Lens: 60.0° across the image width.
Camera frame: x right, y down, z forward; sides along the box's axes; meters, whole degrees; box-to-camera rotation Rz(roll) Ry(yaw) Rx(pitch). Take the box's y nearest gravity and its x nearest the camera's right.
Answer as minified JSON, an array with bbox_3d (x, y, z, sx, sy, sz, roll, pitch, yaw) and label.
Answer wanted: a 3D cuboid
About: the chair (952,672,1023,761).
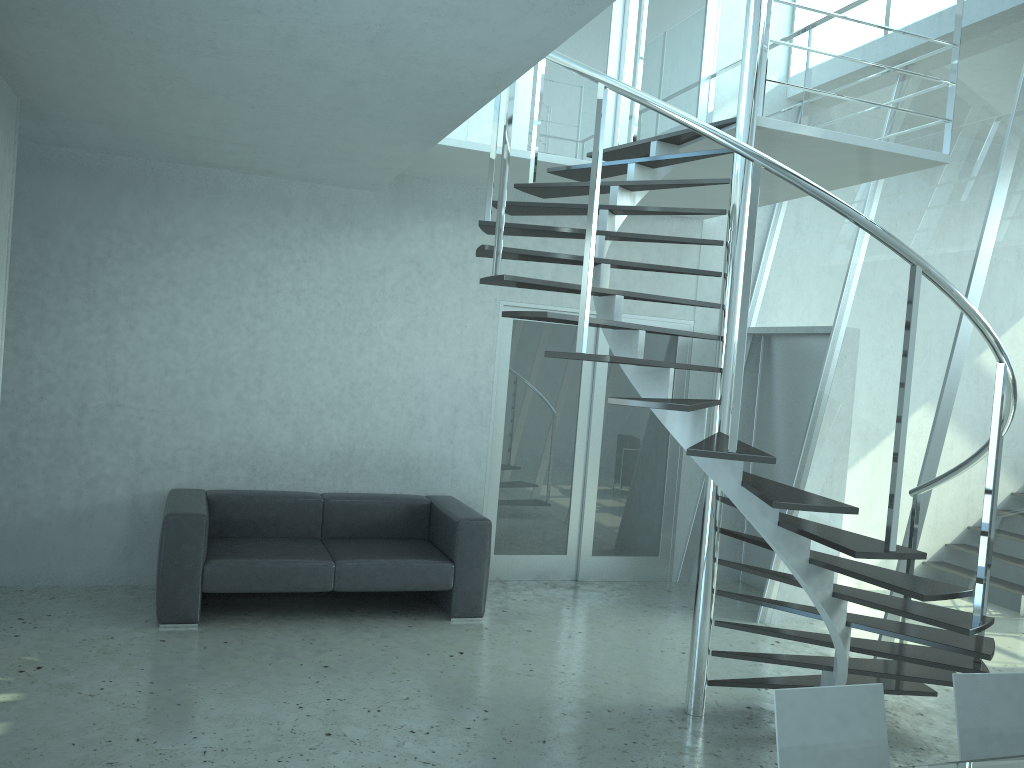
[{"bbox_3d":[1.529,1.323,2.494,0.413,0.857,0.492,4,2,-15],"label":"chair"}]

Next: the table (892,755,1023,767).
[{"bbox_3d":[1.358,1.393,1.917,2.100,0.720,1.000,4,2,-20],"label":"table"}]

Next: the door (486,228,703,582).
[{"bbox_3d":[0.960,0.170,7.578,1.162,3.200,2.576,5,2,28],"label":"door"}]

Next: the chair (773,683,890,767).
[{"bbox_3d":[0.928,1.280,2.249,0.410,0.857,0.492,4,2,-20],"label":"chair"}]

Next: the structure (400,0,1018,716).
[{"bbox_3d":[0.858,-0.449,4.972,2.655,4.156,3.780,4,2,-20],"label":"structure"}]

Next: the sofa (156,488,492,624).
[{"bbox_3d":[-1.225,1.094,5.811,2.025,0.652,0.943,4,2,-20],"label":"sofa"}]
